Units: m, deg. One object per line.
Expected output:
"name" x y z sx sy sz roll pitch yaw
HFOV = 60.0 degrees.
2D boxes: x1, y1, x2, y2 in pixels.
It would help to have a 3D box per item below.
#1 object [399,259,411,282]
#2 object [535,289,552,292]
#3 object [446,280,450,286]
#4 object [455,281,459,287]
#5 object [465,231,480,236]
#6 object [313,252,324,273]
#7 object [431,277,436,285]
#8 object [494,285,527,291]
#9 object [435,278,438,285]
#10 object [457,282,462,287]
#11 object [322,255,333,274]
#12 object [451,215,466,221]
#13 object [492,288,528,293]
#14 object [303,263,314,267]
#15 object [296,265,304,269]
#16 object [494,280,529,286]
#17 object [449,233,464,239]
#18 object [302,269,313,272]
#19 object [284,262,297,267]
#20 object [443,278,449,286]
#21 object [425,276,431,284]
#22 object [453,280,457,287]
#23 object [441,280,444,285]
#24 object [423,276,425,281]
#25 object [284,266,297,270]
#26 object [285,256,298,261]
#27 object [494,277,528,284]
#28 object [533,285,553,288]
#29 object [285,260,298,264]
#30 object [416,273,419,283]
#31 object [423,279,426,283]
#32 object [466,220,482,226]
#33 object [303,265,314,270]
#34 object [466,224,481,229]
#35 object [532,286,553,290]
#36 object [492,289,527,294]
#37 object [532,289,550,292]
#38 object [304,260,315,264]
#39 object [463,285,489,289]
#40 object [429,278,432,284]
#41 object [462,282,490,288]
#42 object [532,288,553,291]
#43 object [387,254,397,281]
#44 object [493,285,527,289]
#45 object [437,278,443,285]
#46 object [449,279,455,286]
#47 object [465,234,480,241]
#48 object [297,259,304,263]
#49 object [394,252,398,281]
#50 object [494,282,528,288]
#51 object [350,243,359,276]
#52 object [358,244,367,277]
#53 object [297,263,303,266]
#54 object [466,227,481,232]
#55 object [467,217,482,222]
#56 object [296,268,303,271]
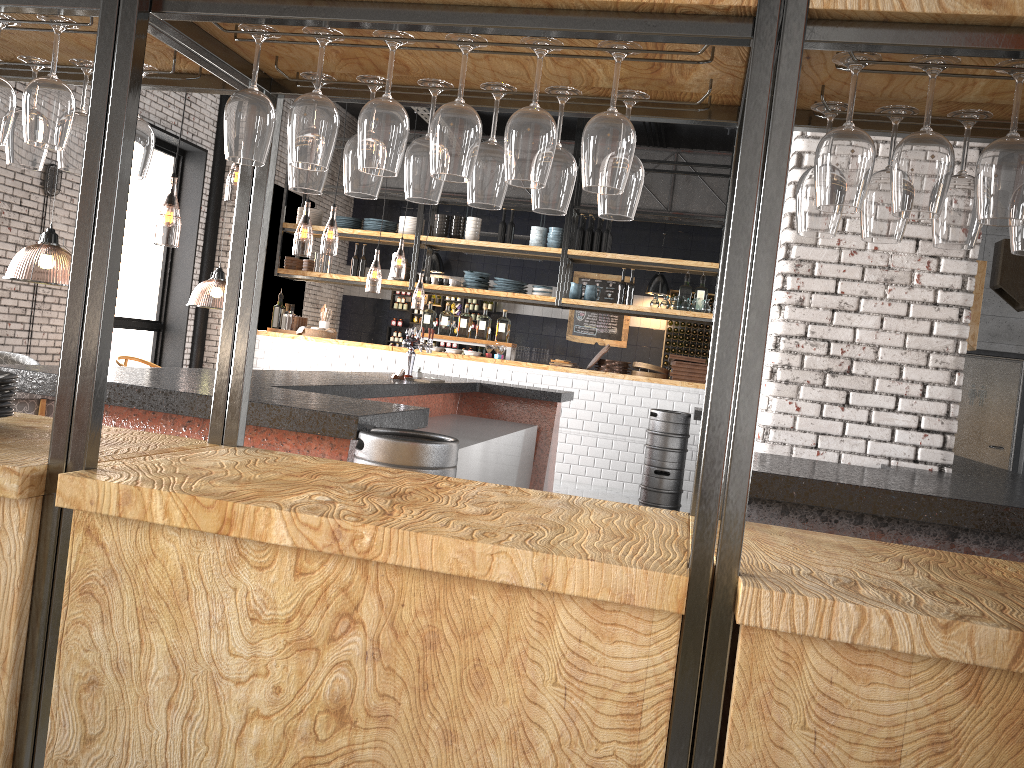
"object" -1.383 -1.469 11.507 0.196 0.305 0.196 6 1 -41
"object" 0.381 -1.176 11.207 0.263 0.028 0.263 8 2 38
"object" -0.819 -1.289 11.347 0.072 0.097 0.072 6 1 -29
"object" -0.719 -1.280 11.446 0.072 0.097 0.072 7 1 11
"object" -0.511 -1.905 11.400 0.196 0.104 0.196 7 2 -13
"object" -2.518 -1.586 11.605 0.107 0.264 0.152 7 1 39
"object" -0.997 -1.308 11.264 0.072 0.097 0.072 6 1 -39
"object" -0.022 -1.207 11.289 0.454 0.050 0.453 8 2 32
"object" -0.974 -1.308 11.379 0.072 0.097 0.072 7 1 13
"object" -0.696 -1.281 11.561 0.072 0.097 0.072 7 1 12
"object" -2.430 -1.589 11.696 0.118 0.293 0.169 7 1 17
"object" -0.695 -2.107 11.445 0.196 0.103 0.196 7 2 -13
"object" -0.027 -1.184 11.289 0.453 0.042 0.454 6 2 -14
"object" -2.726 -1.591 11.868 0.157 0.053 0.168 7 2 16
"object" -2.856 -1.574 12.004 0.157 0.053 0.168 7 2 11
"object" -0.015 -1.277 11.287 0.454 0.048 0.453 8 2 38
"object" -0.722 -1.887 11.449 0.196 0.104 0.197 5 2 -42
"object" -2.735 -1.510 11.869 0.157 0.053 0.168 7 2 16
"object" -2.921 -1.575 11.757 0.157 0.053 0.168 7 2 11
"object" -0.842 -1.288 11.232 0.072 0.097 0.072 7 1 20
"object" -1.074 -1.317 11.280 0.072 0.097 0.072 7 1 33
"object" -0.742 -1.279 11.331 0.072 0.097 0.072 7 1 15
"object" -0.894 -1.298 11.362 0.072 0.097 0.072 8 1 39
"object" -1.149 -1.327 11.295 0.072 0.097 0.072 8 1 34
"object" -2.927 -1.530 11.758 0.157 0.053 0.168 7 2 11
"object" -2.912 -1.651 11.757 0.157 0.053 0.168 7 2 11
"object" -0.010 -1.302 11.287 0.453 0.062 0.454 8 2 27
"object" 0.386 -1.216 11.206 0.265 0.037 0.265 7 2 6
"object" -2.917 -1.610 11.757 0.157 0.053 0.168 7 2 11
"object" -1.317 -1.418 11.697 0.203 0.213 0.203 6 1 -41
"object" -1.126 -1.327 11.410 0.072 0.097 0.072 7 1 11
"object" -0.493 -2.036 11.400 0.196 0.100 0.196 7 2 7
"object" -2.730 -1.555 11.869 0.157 0.053 0.168 7 2 16
"object" -0.499 -1.993 11.404 0.197 0.103 0.196 8 2 28
"object" 0.385 -1.205 11.206 0.265 0.034 0.265 8 2 24
"object" -0.029 -1.159 11.290 0.454 0.033 0.454 7 2 -6
"object" 0.381 -1.165 11.206 0.263 0.032 0.263 6 2 -30
"object" -2.721 -1.632 11.868 0.157 0.053 0.168 7 2 16
"object" -0.466 -1.230 11.378 0.334 0.046 0.334 7 2 -3
"object" -1.051 -1.318 11.394 0.072 0.097 0.072 7 1 -2
"object" -0.464 -1.252 11.382 0.373 0.067 0.372 7 2 -7
"object" 0.383 -1.186 11.206 0.263 0.029 0.263 6 2 -12
"object" -1.541 -1.514 11.526 0.132 0.360 0.126 7 1 37
"object" -0.022 -1.232 11.288 0.452 0.062 0.454 6 2 -34
"object" -0.918 -1.298 11.248 0.072 0.097 0.072 7 1 32
"object" -0.766 -1.278 11.216 0.072 0.097 0.072 8 1 43
"object" -0.514 -1.861 11.399 0.196 0.105 0.196 7 2 -11
"object" -2.847 -1.651 12.004 0.157 0.053 0.168 7 2 11
"object" -1.544 -1.535 11.680 0.126 0.394 0.127 6 1 -39
"object" -0.016 -1.255 11.286 0.453 0.065 0.453 6 2 -26
"object" -2.096 -1.646 11.867 0.098 0.471 0.098 7 1 -11
"object" -1.992 -1.633 11.846 0.098 0.471 0.098 7 1 -11
"object" -2.852 -1.610 12.004 0.157 0.053 0.168 7 2 11
"object" -0.503 -1.949 11.399 0.196 0.104 0.197 5 2 -43
"object" -0.486 -2.081 11.403 0.196 0.103 0.196 7 2 -11
"object" -2.861 -1.530 12.005 0.157 0.053 0.168 7 2 11
